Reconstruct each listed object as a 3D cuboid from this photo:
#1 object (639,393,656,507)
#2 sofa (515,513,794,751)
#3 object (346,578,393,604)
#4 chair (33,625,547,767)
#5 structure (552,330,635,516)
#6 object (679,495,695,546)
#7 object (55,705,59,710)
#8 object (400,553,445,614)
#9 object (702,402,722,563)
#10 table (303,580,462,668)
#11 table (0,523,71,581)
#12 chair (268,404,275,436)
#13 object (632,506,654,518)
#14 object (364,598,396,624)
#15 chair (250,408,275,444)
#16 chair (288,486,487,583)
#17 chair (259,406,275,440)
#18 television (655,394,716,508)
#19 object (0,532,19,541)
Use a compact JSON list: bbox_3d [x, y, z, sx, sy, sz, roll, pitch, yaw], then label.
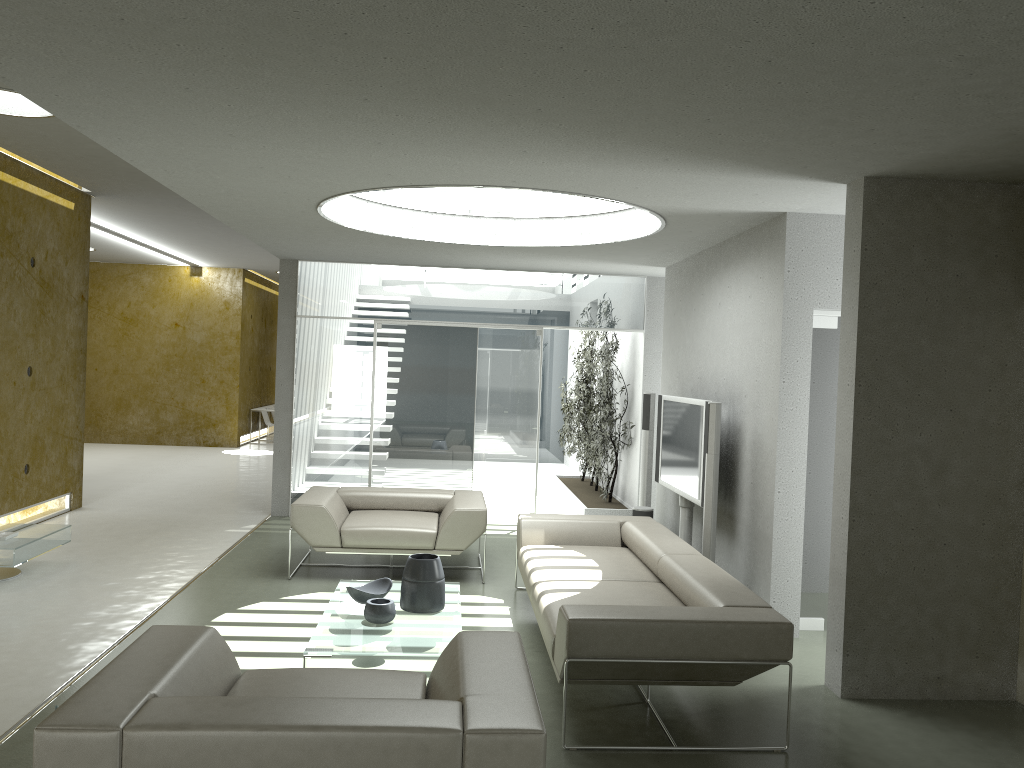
[{"bbox_3d":[1.251,0.818,8.231,0.310,1.469,0.310,3,1,23],"label":"object"},{"bbox_3d":[0.625,1.285,5.262,1.037,0.585,2.791,2,1,-4],"label":"sofa"},{"bbox_3d":[-0.861,1.257,5.347,0.223,0.125,0.317,3,1,33],"label":"object"},{"bbox_3d":[-0.677,1.273,3.090,1.481,0.583,1.039,2,1,-4],"label":"chair"},{"bbox_3d":[0.968,0.196,11.298,0.646,2.589,3.371,2,1,-5],"label":"structure"},{"bbox_3d":[1.321,1.230,7.094,0.323,0.689,0.882,2,1,-4],"label":"object"},{"bbox_3d":[-1.632,1.380,3.328,0.216,0.288,0.329,2,1,-14],"label":"object"},{"bbox_3d":[-0.527,1.179,5.268,0.265,0.309,0.265,2,1,-21],"label":"object"},{"bbox_3d":[1.343,0.858,5.994,0.310,1.469,0.310,2,1,-27],"label":"object"},{"bbox_3d":[-0.696,1.429,5.176,0.790,0.200,1.500,2,1,-4],"label":"table"},{"bbox_3d":[-3.847,1.237,6.416,0.900,0.300,0.900,2,1,-4],"label":"table"},{"bbox_3d":[-4.876,0.798,19.340,0.710,0.667,0.800,2,1,-4],"label":"chair"},{"bbox_3d":[1.147,1.325,7.844,0.175,0.461,0.185,2,1,-10],"label":"object"},{"bbox_3d":[-0.740,1.274,4.970,0.177,0.113,0.177,2,1,-23],"label":"object"},{"bbox_3d":[-4.755,0.831,17.632,0.710,0.667,0.800,2,1,-4],"label":"chair"},{"bbox_3d":[-0.966,1.194,7.178,1.481,0.583,1.039,2,1,-4],"label":"chair"},{"bbox_3d":[-4.815,0.814,18.486,0.710,0.667,0.800,2,1,-4],"label":"chair"},{"bbox_3d":[1.403,0.498,7.086,0.127,0.781,1.603,2,1,-4],"label":"television"},{"bbox_3d":[-3.648,1.082,6.296,0.197,0.029,0.189,2,1,-4],"label":"object"}]
